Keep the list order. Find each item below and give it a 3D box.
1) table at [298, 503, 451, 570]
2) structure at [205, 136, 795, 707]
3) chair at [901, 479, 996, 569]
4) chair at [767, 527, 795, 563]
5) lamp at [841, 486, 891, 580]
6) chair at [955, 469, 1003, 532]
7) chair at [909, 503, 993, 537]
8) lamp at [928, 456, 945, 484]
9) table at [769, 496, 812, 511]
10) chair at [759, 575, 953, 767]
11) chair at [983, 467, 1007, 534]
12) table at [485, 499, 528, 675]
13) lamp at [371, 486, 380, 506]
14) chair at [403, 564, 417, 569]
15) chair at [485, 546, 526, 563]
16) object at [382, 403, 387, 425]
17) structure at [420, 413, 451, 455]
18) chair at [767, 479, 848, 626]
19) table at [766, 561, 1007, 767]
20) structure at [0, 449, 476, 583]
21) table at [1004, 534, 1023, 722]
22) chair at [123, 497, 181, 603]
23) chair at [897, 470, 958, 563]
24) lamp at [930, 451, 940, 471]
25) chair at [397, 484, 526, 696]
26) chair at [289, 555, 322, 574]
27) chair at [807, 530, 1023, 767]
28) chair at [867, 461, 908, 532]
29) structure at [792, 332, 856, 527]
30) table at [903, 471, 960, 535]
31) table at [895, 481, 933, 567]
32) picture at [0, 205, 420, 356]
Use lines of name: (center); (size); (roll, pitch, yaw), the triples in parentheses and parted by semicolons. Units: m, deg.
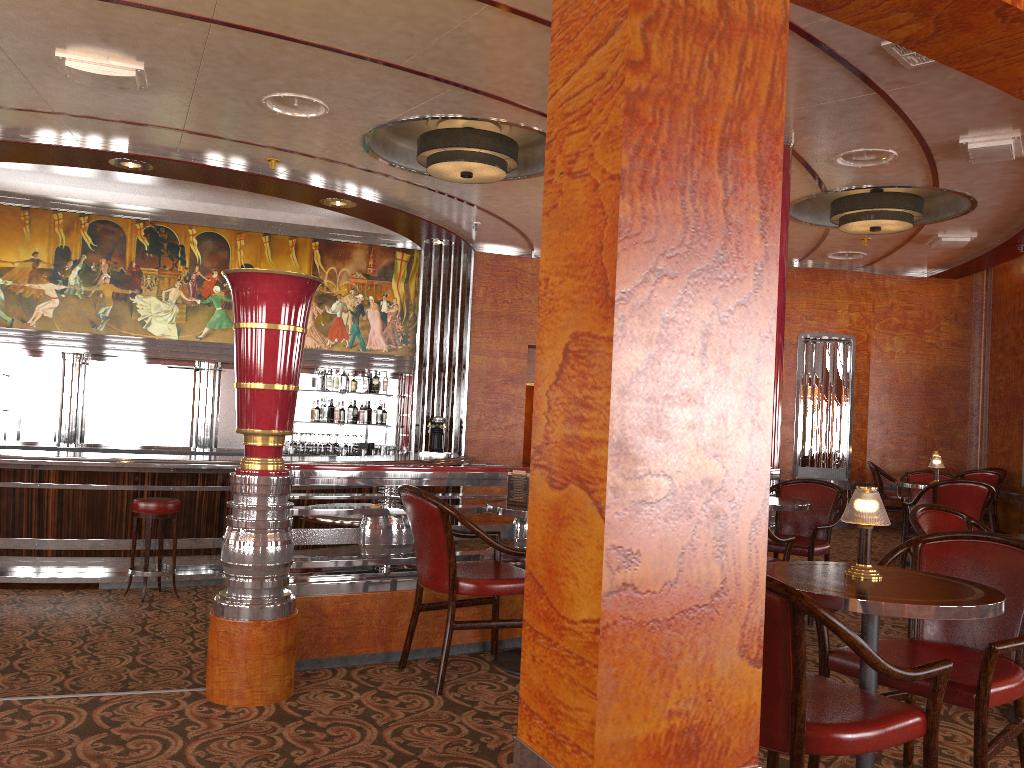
table: (-0.788, 1.190, 4.958); (0.850, 0.960, 0.850); (3, -2, -16)
structure: (0.407, -0.078, 4.921); (4.356, 3.604, 0.549); (5, -2, -44)
chair: (3.551, 1.160, 7.192); (0.588, 0.816, 0.615); (3, -2, 6)
chair: (1.067, 0.936, 4.565); (0.587, 0.816, 0.615); (1, -2, 41)
lamp: (0.989, 0.413, 2.483); (0.130, 0.250, 0.130); (2, -2, 10)
chair: (5.018, 1.332, 9.761); (0.588, 0.816, 0.615); (3, -2, -4)
chair: (2.055, 0.955, 3.829); (0.588, 0.816, 0.615); (4, -2, -34)
lamp: (3.702, 0.751, 7.735); (0.130, 0.250, 0.130); (2, -2, 28)
table: (1.366, 1.019, 5.078); (0.639, 0.720, 0.640); (1, -2, 42)
chair: (0.670, 0.824, 2.212); (0.615, 0.816, 0.588); (4, -2, -34)
chair: (5.420, 1.377, 10.394); (0.615, 0.816, 0.588); (3, -2, -9)
table: (0.182, 0.922, 4.076); (0.639, 0.720, 0.640); (2, -2, 24)
lamp: (-0.767, 0.587, 4.998); (0.130, 0.250, 0.130); (3, -2, 2)
chair: (-0.400, 1.294, 4.528); (0.350, 0.755, 0.350); (2, -2, 22)
chair: (0.001, 1.337, 5.126); (0.350, 0.755, 0.350); (2, -2, 22)
object: (-1.581, 0.371, 10.966); (0.080, 0.272, 0.080); (3, -2, -21)
structure: (-0.902, 0.615, 10.651); (0.360, 0.539, 0.281); (3, -2, 1)
chair: (1.751, 1.008, 5.546); (0.587, 0.816, 0.615); (1, -2, 41)
table: (0.962, 0.894, 2.402); (0.639, 0.720, 0.640); (2, -2, 33)
structure: (-3.717, 1.140, 8.408); (7.812, 1.047, 3.208); (4, -2, -19)
table: (2.255, 1.001, 3.528); (0.639, 0.720, 0.640); (3, -2, 1)
chair: (-2.770, 1.271, 6.867); (0.350, 0.755, 0.350); (1, -2, 45)
chair: (3.835, 1.210, 8.107); (0.587, 0.816, 0.615); (2, -2, 21)
lamp: (4.952, 0.915, 10.365); (0.130, 0.250, 0.130); (2, -2, 28)
chair: (-0.195, 0.845, 3.815); (0.615, 0.816, 0.588); (4, -2, -29)
chair: (-1.140, 1.254, 4.417); (0.350, 0.755, 0.350); (2, -2, 30)
chair: (1.326, 0.876, 2.732); (0.615, 0.816, 0.588); (4, -2, -39)
chair: (4.520, 1.337, 10.491); (0.615, 0.816, 0.588); (2, -2, 16)
structure: (3.832, 0.549, 10.895); (0.812, 2.353, 0.557); (3, -1, 3)
table: (4.915, 1.400, 10.375); (0.639, 0.720, 0.640); (2, -2, 10)
table: (3.686, 1.237, 7.747); (0.639, 0.720, 0.640); (2, -2, 10)
picture: (-4.124, -1.182, 9.999); (6.256, 1.322, 0.001); (4, -2, -19)
